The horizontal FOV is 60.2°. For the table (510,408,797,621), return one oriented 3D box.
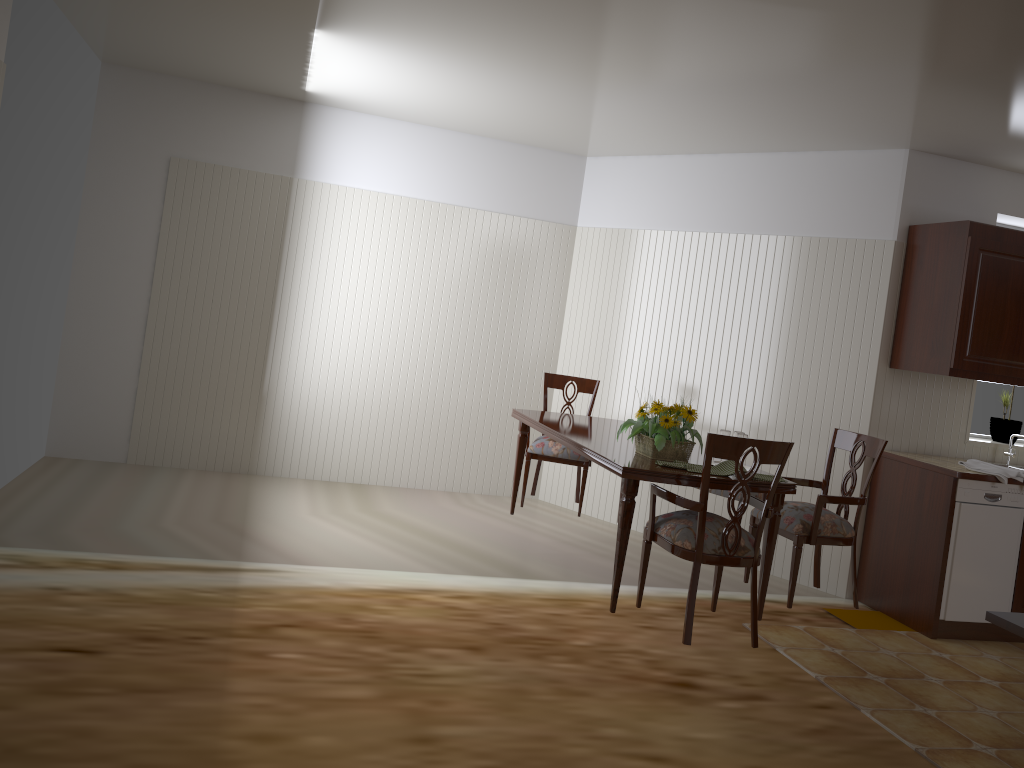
[{"bbox_3d":[0.516,0.536,4.088,0.732,0.557,1.686,7,4,-16],"label":"table"}]

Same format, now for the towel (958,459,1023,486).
[{"bbox_3d":[2.405,0.452,4.348,0.345,0.097,0.328,11,5,37],"label":"towel"}]

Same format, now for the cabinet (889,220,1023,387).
[{"bbox_3d":[3.112,-0.242,3.626,1.364,0.778,2.795,7,4,-16],"label":"cabinet"}]

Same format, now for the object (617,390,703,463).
[{"bbox_3d":[0.618,0.166,3.650,0.317,0.337,0.300,7,2,-24],"label":"object"}]

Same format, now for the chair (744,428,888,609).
[{"bbox_3d":[1.336,0.574,3.923,0.458,0.745,0.406,8,1,-18],"label":"chair"}]

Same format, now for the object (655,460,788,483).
[{"bbox_3d":[0.817,0.321,3.420,0.528,0.056,0.167,8,4,-2],"label":"object"}]

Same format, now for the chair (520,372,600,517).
[{"bbox_3d":[0.288,0.335,5.124,0.405,0.745,0.459,8,1,6],"label":"chair"}]

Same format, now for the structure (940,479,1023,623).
[{"bbox_3d":[2.236,0.826,4.451,0.423,0.747,0.380,8,1,-15],"label":"structure"}]

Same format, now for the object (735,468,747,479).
[{"bbox_3d":[0.861,0.331,3.408,0.046,0.046,0.147,8,4,-2],"label":"object"}]

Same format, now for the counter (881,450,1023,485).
[{"bbox_3d":[3.185,0.622,3.675,1.819,0.032,2.797,7,4,-15],"label":"counter"}]

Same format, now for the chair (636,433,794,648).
[{"bbox_3d":[0.742,0.536,3.299,0.403,0.745,0.461,8,1,-15],"label":"chair"}]
